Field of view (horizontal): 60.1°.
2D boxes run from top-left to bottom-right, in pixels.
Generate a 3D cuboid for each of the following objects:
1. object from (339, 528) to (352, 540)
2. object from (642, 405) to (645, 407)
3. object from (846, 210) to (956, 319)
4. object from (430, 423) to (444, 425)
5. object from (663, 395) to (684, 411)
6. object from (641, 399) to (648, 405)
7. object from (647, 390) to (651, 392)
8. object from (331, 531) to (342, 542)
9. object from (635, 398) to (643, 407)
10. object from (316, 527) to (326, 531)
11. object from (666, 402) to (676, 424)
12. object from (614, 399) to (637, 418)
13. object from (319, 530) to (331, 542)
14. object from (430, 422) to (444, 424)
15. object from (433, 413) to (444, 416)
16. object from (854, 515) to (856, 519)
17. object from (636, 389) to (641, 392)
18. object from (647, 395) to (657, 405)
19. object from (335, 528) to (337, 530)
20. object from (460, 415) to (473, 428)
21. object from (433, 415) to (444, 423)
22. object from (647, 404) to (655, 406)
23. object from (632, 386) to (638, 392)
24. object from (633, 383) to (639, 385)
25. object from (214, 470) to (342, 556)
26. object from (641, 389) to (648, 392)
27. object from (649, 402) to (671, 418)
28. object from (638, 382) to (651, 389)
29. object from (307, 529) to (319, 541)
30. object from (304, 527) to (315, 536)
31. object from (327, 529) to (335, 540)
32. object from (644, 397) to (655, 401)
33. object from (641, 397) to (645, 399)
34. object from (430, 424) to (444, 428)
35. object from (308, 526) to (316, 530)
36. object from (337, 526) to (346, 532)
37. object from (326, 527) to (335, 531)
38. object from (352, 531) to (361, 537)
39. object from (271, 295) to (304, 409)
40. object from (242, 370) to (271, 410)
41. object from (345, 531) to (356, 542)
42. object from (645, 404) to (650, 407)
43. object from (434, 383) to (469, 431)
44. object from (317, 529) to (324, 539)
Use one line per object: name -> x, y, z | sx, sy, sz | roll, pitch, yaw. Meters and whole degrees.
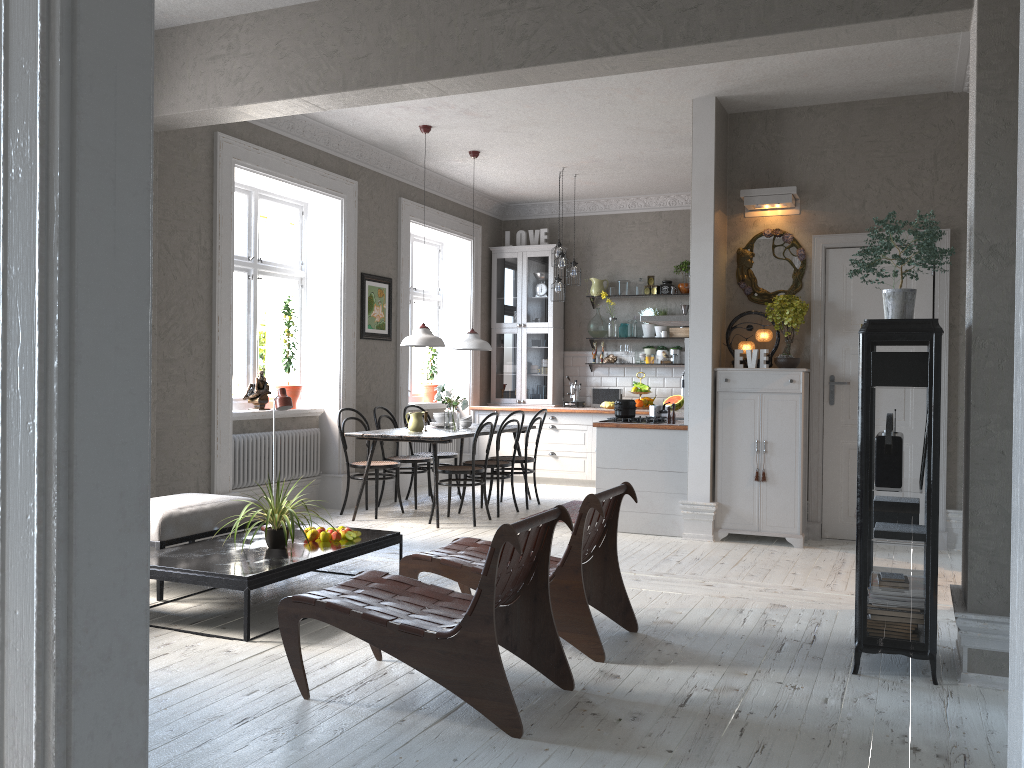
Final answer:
object -> -0.927, 0.834, 4.940 | 0.077, 0.064, 0.073 | 0, 1, -36
object -> 1.464, 0.254, 9.984 | 0.070, 0.065, 0.070 | 1, 1, 44
object -> 1.691, -0.519, 3.854 | 0.406, 0.506, 0.406 | 1, 1, 39
object -> -0.643, 0.380, 8.222 | 0.239, 0.027, 0.236 | 1, 1, -9
object -> 1.772, 0.207, 9.724 | 0.222, 0.174, 0.231 | 0, 1, -45
object -> 1.484, 0.202, 9.978 | 0.089, 0.078, 0.087 | 0, 1, -40
object -> 1.544, 0.084, 10.017 | 0.051, 0.050, 0.050 | 1, 1, 33
object -> -0.963, 0.837, 4.862 | 0.057, 0.058, 0.056 | 0, 1, -42
object -> 1.416, 0.213, 9.924 | 0.113, 0.110, 0.111 | 1, 1, -9
object -> -1.080, 0.834, 4.998 | 0.057, 0.058, 0.058 | 1, 1, 6
object -> 1.243, 0.226, 6.915 | 0.072, 0.167, 0.036 | 1, 1, 23
object -> 0.913, 0.199, 7.144 | 0.190, 0.147, 0.193 | 1, 1, 3
object -> -1.025, 0.833, 4.862 | 0.063, 0.063, 0.060 | 0, 1, -35
object -> -0.643, 0.372, 8.222 | 0.242, 0.027, 0.232 | 0, 1, -44
object -> -0.642, 0.316, 8.222 | 0.178, 0.094, 0.181 | 1, 1, 15
object -> 1.633, 0.528, 4.171 | 0.041, 0.234, 0.044 | 0, 1, -20
object -> 1.430, 0.084, 9.994 | 0.062, 0.061, 0.067 | 1, 1, 23
object -> 1.578, 0.182, 10.010 | 0.128, 0.120, 0.060 | 0, 1, -43
object -> -1.025, 0.844, 5.052 | 0.063, 0.039, 0.067 | 1, 1, 29
object -> -0.428, 0.346, 8.179 | 0.122, 0.119, 0.130 | 1, 1, 39
object -> -0.643, 0.336, 8.222 | 0.178, 0.094, 0.181 | 1, 1, 15
object -> 1.561, 0.239, 10.071 | 0.055, 0.044, 0.213 | 0, 1, -28
object -> 1.386, 0.061, 9.996 | 0.058, 0.069, 0.080 | 1, 1, 43
object -> 1.404, -0.004, 10.041 | 0.073, 0.058, 0.051 | 1, 1, 0
object -> -1.208, 0.663, 4.678 | 0.716, 0.420, 0.677 | 1, 1, 42
object -> 1.494, 0.086, 10.005 | 0.076, 0.062, 0.100 | 1, 1, -3
object -> 1.253, 0.210, 7.253 | 0.178, 0.134, 0.298 | 0, 1, -32
object -> 1.516, 0.029, 10.064 | 0.177, 0.096, 0.090 | 1, 1, 44
object -> -1.095, 0.831, 4.867 | 0.069, 0.066, 0.071 | 1, 1, 39
object -> -1.133, 0.830, 4.949 | 0.066, 0.066, 0.072 | 1, 1, 28
object -> -1.003, 0.836, 4.923 | 0.056, 0.058, 0.059 | 1, 1, 14
object -> 1.556, 0.175, 10.027 | 0.125, 0.056, 0.060 | 1, 1, 15
object -> 1.503, 0.191, 10.096 | 0.084, 0.093, 0.088 | 1, 1, 20
object -> -0.643, 0.389, 8.222 | 0.232, 0.027, 0.242 | 1, 1, 41
object -> -1.146, 0.835, 5.024 | 0.069, 0.055, 0.059 | 1, 1, -9
object -> -0.961, 0.834, 5.008 | 0.059, 0.062, 0.064 | 1, 1, 5
object -> -1.020, 0.835, 4.982 | 0.062, 0.058, 0.060 | 0, 1, -22
object -> -0.887, 0.847, 5.008 | 0.068, 0.037, 0.046 | 0, 1, -40
object -> -1.944, -0.280, 7.681 | 0.275, 0.991, 0.265 | 0, 1, -27
object -> -2.110, 0.052, 7.321 | 0.118, 0.329, 0.241 | 1, 1, 26
object -> -0.894, 0.840, 4.884 | 0.057, 0.053, 0.061 | 1, 1, 30
object -> 1.525, 0.249, 9.952 | 0.069, 0.051, 0.089 | 1, 1, -19
object -> -0.523, 0.202, 7.672 | 0.307, 0.414, 0.255 | 1, 1, 22
object -> -1.070, 0.836, 4.933 | 0.057, 0.056, 0.060 | 1, 1, 10
